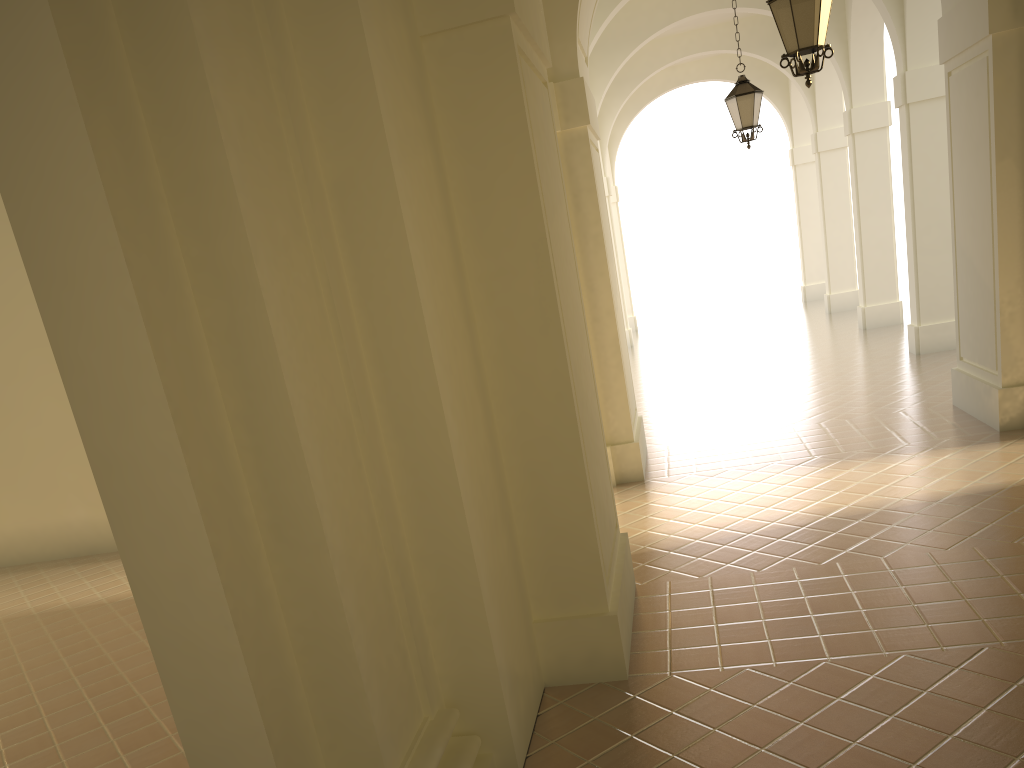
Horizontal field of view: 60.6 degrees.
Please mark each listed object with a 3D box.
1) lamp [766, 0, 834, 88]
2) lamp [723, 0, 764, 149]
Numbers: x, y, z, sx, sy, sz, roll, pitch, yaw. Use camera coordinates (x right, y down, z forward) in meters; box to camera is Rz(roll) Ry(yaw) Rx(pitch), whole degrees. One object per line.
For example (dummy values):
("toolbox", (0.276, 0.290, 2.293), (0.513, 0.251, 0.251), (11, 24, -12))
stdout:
("lamp", (1.966, -3.888, 6.230), (0.437, 3.445, 0.496), (-16, 16, -18))
("lamp", (2.791, -4.687, 10.964), (0.512, 3.445, 0.423), (-7, 16, 11))
